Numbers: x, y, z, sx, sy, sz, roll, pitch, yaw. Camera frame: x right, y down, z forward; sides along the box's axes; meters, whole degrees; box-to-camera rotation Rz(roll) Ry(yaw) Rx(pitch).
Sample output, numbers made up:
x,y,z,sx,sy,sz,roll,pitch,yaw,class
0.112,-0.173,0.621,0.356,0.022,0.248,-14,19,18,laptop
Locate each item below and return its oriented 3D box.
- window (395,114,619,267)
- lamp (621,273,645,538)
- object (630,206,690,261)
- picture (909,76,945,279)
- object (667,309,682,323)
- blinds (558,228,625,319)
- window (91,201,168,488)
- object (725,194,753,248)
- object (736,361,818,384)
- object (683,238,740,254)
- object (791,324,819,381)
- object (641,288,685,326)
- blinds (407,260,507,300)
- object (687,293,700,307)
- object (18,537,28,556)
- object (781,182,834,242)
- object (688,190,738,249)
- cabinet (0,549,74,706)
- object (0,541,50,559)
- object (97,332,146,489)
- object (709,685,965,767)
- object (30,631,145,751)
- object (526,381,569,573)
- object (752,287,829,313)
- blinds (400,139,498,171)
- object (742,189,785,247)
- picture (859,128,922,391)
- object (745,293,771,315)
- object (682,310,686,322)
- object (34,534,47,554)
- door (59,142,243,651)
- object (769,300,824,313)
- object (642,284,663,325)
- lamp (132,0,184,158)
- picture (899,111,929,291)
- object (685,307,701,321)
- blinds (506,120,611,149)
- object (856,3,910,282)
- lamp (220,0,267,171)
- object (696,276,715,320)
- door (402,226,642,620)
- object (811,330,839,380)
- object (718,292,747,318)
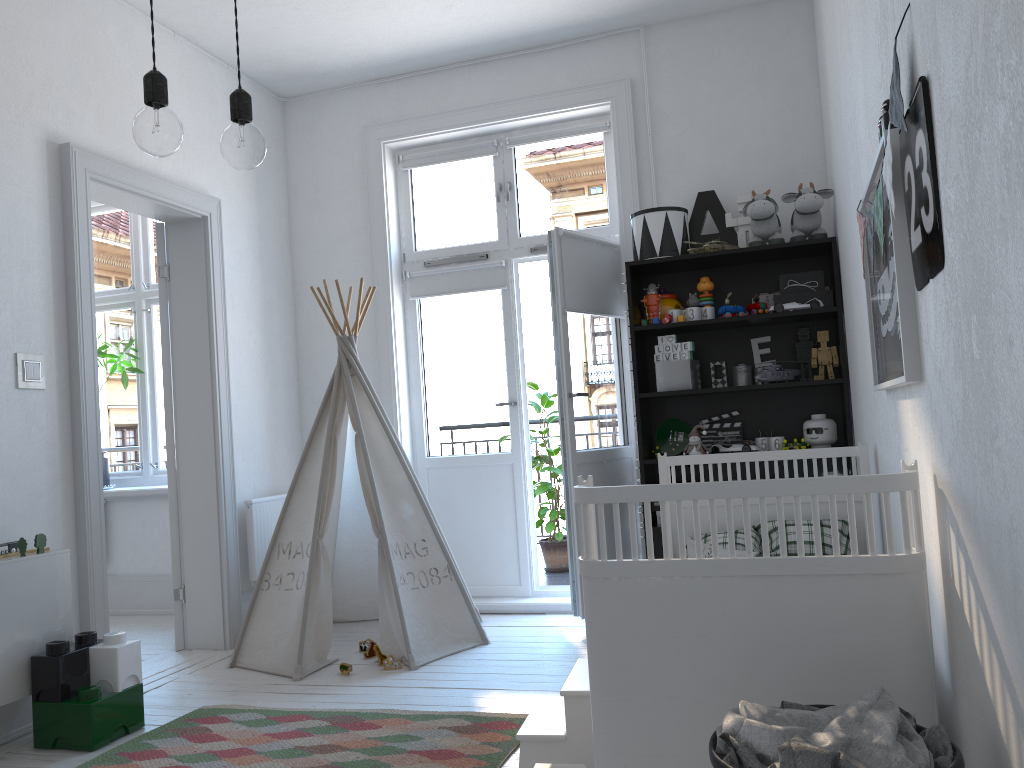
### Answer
x,y,z,sx,sy,sz,roll,pitch,yaw,class
-0.037,-1.032,4.790,1.263,0.660,0.101,-5,-3,17,window
1.048,0.248,4.104,0.985,1.683,0.095,-4,-3,15,lamp
0.744,-0.693,4.226,0.395,0.259,0.272,-1,-4,-44,object
0.670,-0.328,1.437,0.013,0.305,0.153,-5,-3,17,picture
0.747,-0.305,4.074,0.067,0.067,0.067,-5,-3,18,object
0.408,-0.525,4.318,0.032,0.390,0.565,-6,-4,37,blinds
-2.386,-0.291,5.745,1.358,1.901,0.094,-5,-3,17,window
1.103,-0.735,4.159,0.190,0.290,0.065,-5,-3,22,object
1.185,-0.052,3.983,0.368,0.105,0.349,-5,-3,19,object
0.900,-0.632,4.061,0.338,0.100,0.121,-1,-4,-38,object
1.323,-0.137,3.995,0.117,0.259,0.081,-5,-3,17,object
0.713,-0.362,4.160,0.197,0.197,0.318,-4,-3,14,object
-0.304,-0.566,4.842,0.565,0.158,0.032,-5,-3,17,blinds
0.860,-0.352,4.193,0.063,0.160,0.063,-4,-3,-4,object
-1.648,0.548,2.987,0.007,0.063,0.029,-6,-4,44,object
1.282,-0.737,3.933,0.211,0.253,0.387,-4,-3,1,object
0.946,-0.748,4.241,0.343,0.344,0.057,-5,-3,17,object
-1.780,0.800,2.688,0.183,0.454,0.970,-5,-3,17,cabinet
-1.777,0.550,2.713,0.111,0.047,0.902,-4,-3,12,object
-2.664,0.150,5.595,0.696,1.021,0.497,-3,-3,-10,object
0.474,0.716,1.283,0.345,0.513,0.346,-4,-3,8,object
-1.431,1.023,2.997,0.246,0.331,0.247,-5,-3,17,object
0.218,0.594,5.774,0.720,1.224,0.489,-5,-3,28,object
1.300,-0.373,4.133,0.347,0.131,0.037,-5,-3,17,object
-0.349,-1.257,4.874,0.565,0.087,0.032,-5,-3,17,blinds
1.136,-0.725,3.975,0.154,0.253,0.370,-5,-3,25,object
0.859,-0.238,2.042,0.030,0.492,0.703,-5,-3,17,picture
1.113,-0.360,4.028,0.087,0.112,0.122,-3,-3,-12,object
0.811,-0.308,4.099,0.067,0.067,0.067,-3,-3,-8,object
-1.622,0.548,3.050,0.009,0.066,0.054,-4,-3,8,object
-1.617,0.182,4.125,0.505,2.176,1.466,-4,-3,2,door
1.244,-0.338,3.892,0.230,0.048,0.098,-4,-3,7,object
0.659,-0.366,4.104,0.105,0.203,0.072,-5,-3,25,object
-0.681,-1.073,2.054,0.074,1.529,1.382,-3,-3,-8,lamp
0.717,-0.321,1.583,0.010,0.301,0.152,-5,-3,17,picture
0.825,-0.312,4.033,0.067,0.067,0.067,-5,-3,18,object
0.240,-1.319,4.689,0.565,0.060,0.032,-5,-3,17,blinds
0.793,-0.440,1.896,0.058,0.414,0.905,-5,-3,17,object
-0.577,-1.075,2.146,0.074,1.529,1.382,-3,-3,-8,lamp
0.889,-0.388,4.056,0.077,0.213,0.077,-2,-3,-39,object
-0.038,0.205,4.499,1.264,1.838,0.637,-5,-3,19,door
1.377,-0.125,3.912,0.114,0.221,0.052,-5,-3,17,object
0.996,-0.353,4.021,0.121,0.126,0.087,-3,-3,-5,object
